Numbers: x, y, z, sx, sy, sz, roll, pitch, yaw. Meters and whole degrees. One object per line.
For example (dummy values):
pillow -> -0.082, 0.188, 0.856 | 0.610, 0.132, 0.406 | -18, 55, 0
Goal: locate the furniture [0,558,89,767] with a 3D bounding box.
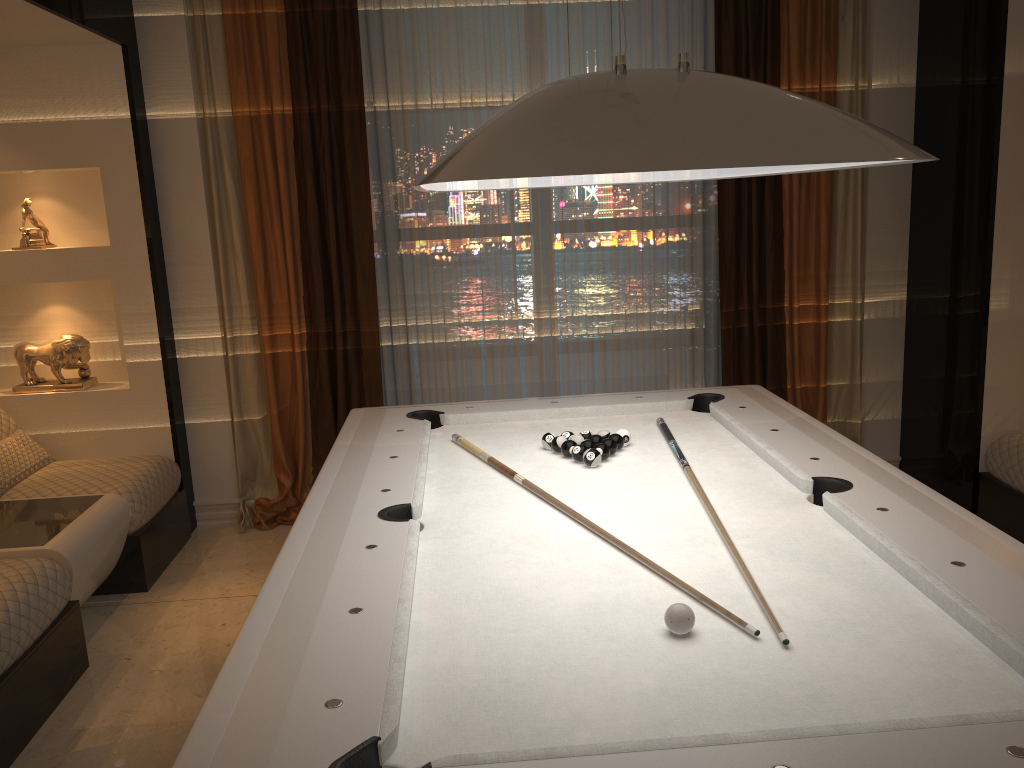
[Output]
furniture -> -2.067, 0.717, 2.771 | 1.107, 0.810, 0.660 | -3, 12, -3

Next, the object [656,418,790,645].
object -> 0.506, 0.294, 2.359 | 0.028, 0.026, 1.605 | -2, 12, 2

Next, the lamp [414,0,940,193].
lamp -> 0.223, -0.970, 2.016 | 0.939, 0.995, 1.578 | -3, 12, -3

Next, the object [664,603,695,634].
object -> 0.312, 0.436, 1.650 | 0.057, 0.057, 0.057 | -10, 14, -33

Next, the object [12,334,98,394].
object -> -2.239, -0.110, 4.346 | 0.364, 0.264, 0.180 | -3, 12, -3

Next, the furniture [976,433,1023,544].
furniture -> 2.711, 0.357, 3.412 | 1.107, 0.810, 1.312 | -3, 12, -3

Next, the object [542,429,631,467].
object -> 0.274, 0.191, 2.837 | 0.265, 0.057, 0.299 | -9, 13, -28

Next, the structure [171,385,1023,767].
structure -> 0.285, 0.687, 2.357 | 1.659, 0.812, 2.912 | -3, 12, -3

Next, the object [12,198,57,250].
object -> -2.273, -0.759, 4.197 | 0.142, 0.236, 0.162 | -3, 12, -3

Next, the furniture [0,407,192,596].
furniture -> -2.147, 0.463, 4.009 | 1.107, 0.810, 0.660 | -3, 12, -3

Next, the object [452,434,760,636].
object -> 0.125, 0.317, 2.333 | 0.028, 0.026, 1.605 | -8, 13, -23

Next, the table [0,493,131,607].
table -> -2.138, 0.767, 3.427 | 1.143, 0.457, 0.608 | -3, 12, -3
